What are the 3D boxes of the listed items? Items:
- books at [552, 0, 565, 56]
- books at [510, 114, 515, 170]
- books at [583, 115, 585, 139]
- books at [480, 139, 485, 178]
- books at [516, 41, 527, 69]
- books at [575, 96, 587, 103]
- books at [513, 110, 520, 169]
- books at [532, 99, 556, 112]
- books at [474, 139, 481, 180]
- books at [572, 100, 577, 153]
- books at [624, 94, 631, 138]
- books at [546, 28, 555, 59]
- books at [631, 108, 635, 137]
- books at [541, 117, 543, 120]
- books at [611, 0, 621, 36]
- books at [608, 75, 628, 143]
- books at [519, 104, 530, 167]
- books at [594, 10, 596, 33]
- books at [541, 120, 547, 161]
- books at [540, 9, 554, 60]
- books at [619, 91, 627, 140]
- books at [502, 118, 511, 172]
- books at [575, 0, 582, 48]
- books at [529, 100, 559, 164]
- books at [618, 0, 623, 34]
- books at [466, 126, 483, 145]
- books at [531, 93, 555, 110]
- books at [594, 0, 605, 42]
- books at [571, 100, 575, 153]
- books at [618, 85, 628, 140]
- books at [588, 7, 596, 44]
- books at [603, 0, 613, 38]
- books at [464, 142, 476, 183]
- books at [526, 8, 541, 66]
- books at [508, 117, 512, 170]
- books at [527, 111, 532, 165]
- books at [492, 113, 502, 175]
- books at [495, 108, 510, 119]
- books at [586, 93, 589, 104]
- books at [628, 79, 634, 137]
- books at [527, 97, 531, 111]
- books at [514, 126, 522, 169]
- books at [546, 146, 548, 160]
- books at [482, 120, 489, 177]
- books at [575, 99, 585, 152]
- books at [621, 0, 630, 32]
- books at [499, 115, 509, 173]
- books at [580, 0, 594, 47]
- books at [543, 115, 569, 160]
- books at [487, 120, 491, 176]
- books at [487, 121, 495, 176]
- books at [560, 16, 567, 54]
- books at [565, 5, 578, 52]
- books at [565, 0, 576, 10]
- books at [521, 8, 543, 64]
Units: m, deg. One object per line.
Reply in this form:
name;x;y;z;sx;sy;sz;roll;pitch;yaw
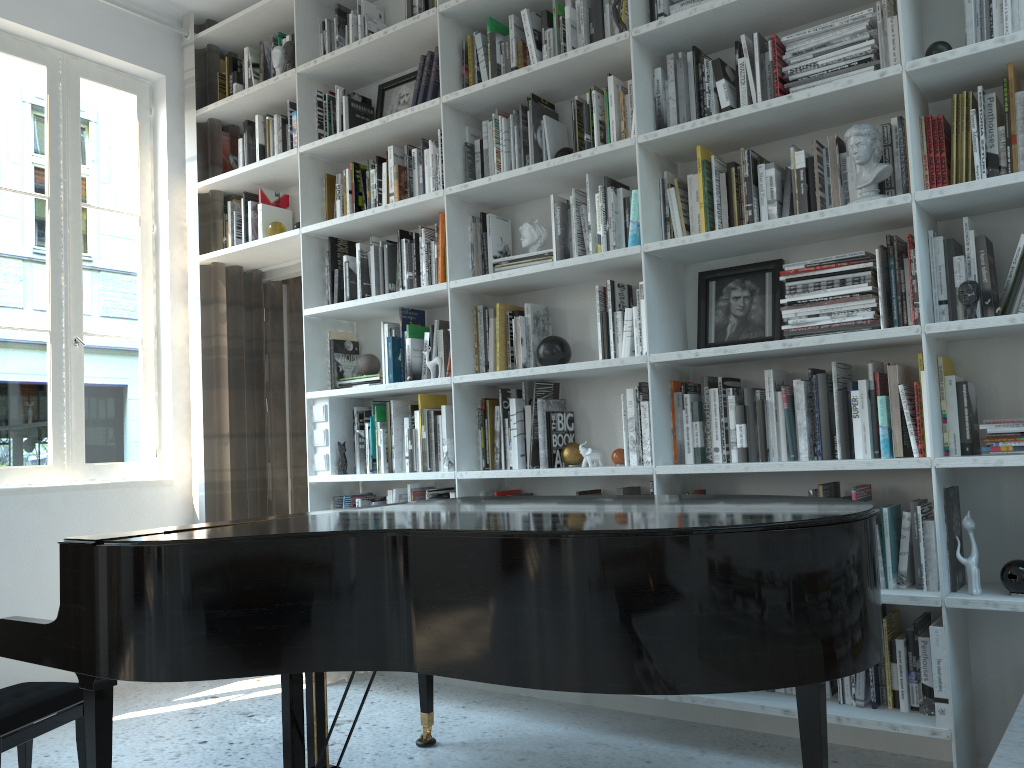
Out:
books;0.205;-1.310;3.391;0.012;0.307;0.145;-5;-5;36
books;0.052;-0.905;3.477;0.009;0.261;0.180;-5;-5;36
books;0.315;-0.900;3.305;0.011;0.200;0.162;-5;-5;36
books;-0.074;-0.869;3.604;0.024;0.219;0.140;-5;-5;36
books;0.079;-1.233;3.491;0.034;0.180;0.160;-5;-5;36
books;0.282;-0.934;3.347;0.012;0.275;0.129;-5;-5;36
books;0.063;-0.915;3.477;0.011;0.279;0.169;-5;-5;36
books;0.132;-0.934;3.443;0.005;0.305;0.162;-5;-5;36
books;-0.095;-0.870;3.621;0.029;0.224;0.136;-5;-5;36
books;0.278;-0.918;3.316;0.005;0.240;0.173;-5;-5;36
books;0.455;-0.921;3.206;0.024;0.216;0.142;-5;-5;36
books;0.192;-1.244;3.399;0.028;0.180;0.168;-5;-5;36
books;0.490;-0.938;3.143;0.064;0.237;0.209;-5;-5;36
books;0.159;-0.901;3.439;0.009;0.236;0.134;-5;-5;36
books;0.417;-1.294;3.255;0.025;0.237;0.153;-5;-5;36
books;0.412;-0.952;3.226;0.022;0.284;0.190;-5;-5;36
books;0.088;-0.924;3.456;0.011;0.291;0.176;-5;-5;36
books;0.356;-1.315;3.302;0.022;0.290;0.146;-5;-5;36
books;0.164;-0.892;3.427;0.012;0.218;0.151;-5;-5;36
books;0.172;-1.285;3.423;0.027;0.265;0.168;-5;-5;36
books;0.441;-0.926;3.217;0.011;0.229;0.166;-5;-5;36
books;0.023;-0.898;3.489;0.012;0.251;0.184;-5;-5;36
books;0.292;-1.294;3.336;0.028;0.260;0.135;-5;-5;36
books;0.130;-0.926;3.418;0.011;0.287;0.189;-5;-5;36
books;0.437;-1.311;3.218;0.055;0.263;0.167;-5;-5;36
books;-0.130;-0.897;3.637;0.012;0.285;0.159;-5;-5;36
books;0.128;-0.946;3.448;0.005;0.331;0.161;-5;-5;36
books;0.367;-1.281;3.268;0.030;0.217;0.182;-5;-5;36
books;0.272;-0.922;3.346;0.005;0.254;0.161;-5;-5;36
books;0.429;-0.940;3.221;0.010;0.257;0.140;-5;-5;36
books;0.338;-1.274;3.311;0.024;0.213;0.150;-5;-5;36
books;0.390;-1.285;3.256;0.022;0.222;0.161;-5;-5;36
books;-0.127;-0.860;3.613;0.015;0.207;0.186;-5;-5;36
books;0.100;-1.302;3.488;0.013;0.315;0.135;-5;-5;36
books;0.045;-0.903;3.502;0.010;0.261;0.169;-5;-5;36
books;0.114;-0.911;3.445;0.010;0.261;0.158;-5;-5;36
books;-0.013;-0.910;3.522;0.010;0.283;0.184;-5;-5;36
books;-0.010;-0.925;3.547;0.011;0.317;0.154;-5;-5;36
books;0.327;-0.934;3.308;0.009;0.266;0.149;-5;-5;36
books;0.468;-0.944;3.187;0.022;0.257;0.155;-5;-5;36
books;0.111;-0.939;3.457;0.004;0.320;0.153;-5;-5;36
books;0.069;-0.881;3.462;0.011;0.209;0.181;-5;-5;36
books;0.169;-0.889;3.420;0.004;0.209;0.132;-5;-5;36
books;-0.058;-0.903;3.569;0.026;0.279;0.151;-5;-5;36
books;0.287;-0.918;3.298;0.005;0.236;0.178;-5;-5;36
books;0.448;-1.332;3.210;0.058;0.302;0.175;-5;-5;36
books;0.013;-0.903;3.494;0.009;0.263;0.189;-5;-5;36
books;0.309;-1.324;3.307;0.011;0.313;0.183;-5;-5;36
books;0.177;-0.901;3.405;0.031;0.232;0.148;-5;-5;36
books;-0.045;-0.903;3.555;0.012;0.276;0.157;-5;-5;36
books;-0.030;-0.897;3.545;0.024;0.262;0.177;-5;-5;36
books;0.235;-1.263;3.367;0.010;0.208;0.173;-5;-5;36
books;0.262;-1.276;3.334;0.021;0.226;0.191;-5;-5;36
books;0.256;-1.303;3.369;0.026;0.286;0.137;-5;-5;36
books;0.122;-1.291;3.441;0.075;0.285;0.178;-5;-5;36
